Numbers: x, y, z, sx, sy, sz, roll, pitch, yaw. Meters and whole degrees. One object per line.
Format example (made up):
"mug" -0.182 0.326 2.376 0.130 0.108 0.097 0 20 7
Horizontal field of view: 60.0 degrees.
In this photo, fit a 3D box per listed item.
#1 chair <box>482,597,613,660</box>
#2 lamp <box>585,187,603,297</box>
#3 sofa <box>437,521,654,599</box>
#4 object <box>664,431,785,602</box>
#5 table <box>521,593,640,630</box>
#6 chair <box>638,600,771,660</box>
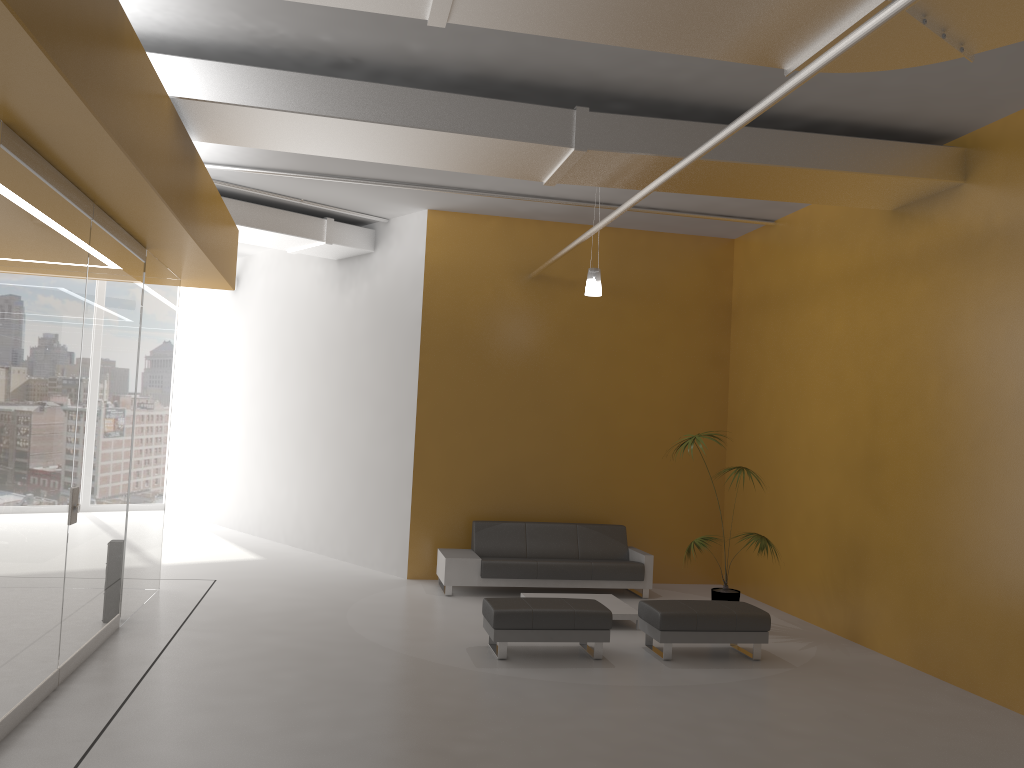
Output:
"chair" 0.282 2.060 7.506 1.012 0.423 0.575 3 -3 -11
"lamp" 0.861 -1.519 9.094 0.174 1.227 0.174 1 -3 30
"sofa" 0.372 2.032 10.311 2.400 0.761 0.860 3 -3 -11
"object" 2.064 1.445 8.806 1.222 1.956 0.912 1 -3 30
"table" 0.675 2.287 8.948 1.000 0.150 1.000 3 -3 -11
"chair" 1.666 2.142 7.753 1.012 0.423 0.575 3 -3 -11
